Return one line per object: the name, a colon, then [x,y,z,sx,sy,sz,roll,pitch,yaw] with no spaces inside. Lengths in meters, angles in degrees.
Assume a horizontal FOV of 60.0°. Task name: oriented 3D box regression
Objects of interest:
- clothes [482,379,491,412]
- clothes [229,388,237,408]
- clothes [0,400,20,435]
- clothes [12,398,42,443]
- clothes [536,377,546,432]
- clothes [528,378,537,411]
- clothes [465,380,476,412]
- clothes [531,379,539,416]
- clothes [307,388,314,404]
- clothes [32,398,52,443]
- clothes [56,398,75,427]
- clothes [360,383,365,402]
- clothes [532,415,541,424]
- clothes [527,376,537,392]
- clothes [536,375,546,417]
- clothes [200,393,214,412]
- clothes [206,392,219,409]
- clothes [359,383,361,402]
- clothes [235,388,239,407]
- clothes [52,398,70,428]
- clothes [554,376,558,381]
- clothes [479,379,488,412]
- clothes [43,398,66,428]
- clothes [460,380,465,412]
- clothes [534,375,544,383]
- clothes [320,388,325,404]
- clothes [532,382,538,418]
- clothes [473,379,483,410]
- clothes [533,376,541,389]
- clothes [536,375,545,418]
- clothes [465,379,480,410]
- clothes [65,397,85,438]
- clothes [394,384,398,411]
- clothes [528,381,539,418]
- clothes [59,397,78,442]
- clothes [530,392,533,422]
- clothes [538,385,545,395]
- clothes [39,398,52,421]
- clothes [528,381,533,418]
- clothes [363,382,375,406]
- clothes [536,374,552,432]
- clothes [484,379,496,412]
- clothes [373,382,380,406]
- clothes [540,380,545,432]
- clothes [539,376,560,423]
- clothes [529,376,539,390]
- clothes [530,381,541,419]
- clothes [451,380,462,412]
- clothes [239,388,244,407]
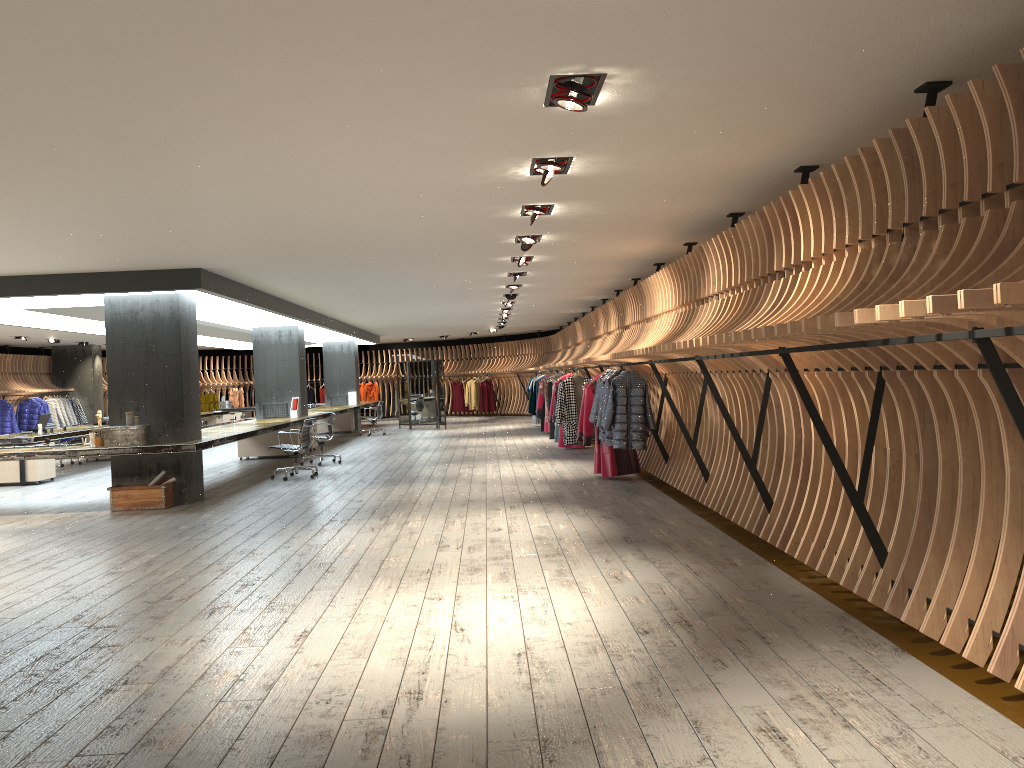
clothes: [-0.795,0.383,29.802,0.444,1.129,0.126,-3,0,-5]
clothes: [-9.684,0.715,30.836,0.447,1.156,0.125,-3,0,33]
clothes: [-12.297,0.998,21.295,0.885,1.239,0.245,-3,0,-5]
clothes: [-12.417,0.996,22.685,0.880,1.260,0.242,-3,0,-5]
clothes: [0.950,0.435,20.291,0.840,1.312,0.321,-3,0,-3]
clothes: [0.857,0.333,23.344,0.913,1.081,0.238,-3,0,-2]
clothes: [-1.454,0.407,30.429,0.444,1.129,0.126,-2,0,-40]
clothes: [0.909,0.342,21.838,0.913,1.081,0.238,-3,0,-2]
clothes: [-7.284,0.821,31.921,0.087,1.353,0.539,-3,0,23]
clothes: [-12.263,0.979,22.831,0.883,1.246,0.249,-3,0,-5]
clothes: [-12.223,0.898,24.010,0.752,1.062,0.128,-3,0,-3]
clothes: [-5.355,0.391,32.104,0.201,0.881,0.839,-3,0,3]
clothes: [0.821,0.515,24.548,0.677,1.434,0.203,-3,0,-17]
clothes: [0.774,0.272,24.100,0.738,0.971,0.167,-3,0,7]
clothes: [0.923,0.316,21.525,0.715,1.088,0.257,-3,0,4]
clothes: [-10.406,0.818,30.200,0.664,1.045,0.168,-3,0,29]
clothes: [-10.279,0.811,30.331,0.664,1.045,0.168,-3,0,29]
clothes: [-5.586,0.402,32.063,0.201,0.881,0.839,-3,0,13]
clothes: [-9.589,0.710,30.905,0.125,1.156,0.447,-2,0,-32]
clothes: [-12.215,0.900,23.748,0.752,1.062,0.128,-3,0,-3]
clothes: [1.008,0.596,17.892,0.277,1.543,0.316,-3,0,-3]
clothes: [-0.913,0.387,29.924,0.444,1.129,0.126,-2,0,-30]
clothes: [-12.208,0.902,23.512,0.752,1.062,0.128,-3,0,-3]
clothes: [-1.713,0.417,30.652,0.127,1.129,0.443,-3,0,-10]
clothes: [0.850,0.320,22.527,0.733,1.106,0.165,-3,0,-2]
clothes: [-6.762,0.804,32.015,0.551,1.338,0.093,-3,0,43]
clothes: [0.868,0.334,23.221,0.913,1.081,0.238,-3,0,-2]
clothes: [-1.068,0.352,30.068,0.151,1.053,0.777,-3,0,39]
clothes: [0.901,0.316,22.719,0.733,1.106,0.165,-3,0,3]
clothes: [0.910,0.313,21.963,0.715,1.088,0.257,-3,0,-6]
clothes: [-1.228,0.357,30.219,0.777,1.053,0.151,-3,0,-1]
clothes: [-12.221,0.948,24.552,0.807,1.187,0.191,-3,0,-1]
clothes: [-4.107,0.463,31.858,0.096,0.988,0.465,-3,0,10]
clothes: [0.864,0.335,23.134,0.913,1.081,0.238,-3,0,3]
clothes: [-12.360,0.970,24.390,0.885,1.239,0.245,-3,0,-5]
clothes: [0.818,0.514,24.684,0.677,1.434,0.204,-3,0,13]
clothes: [0.963,0.332,19.383,0.760,1.020,0.187,-3,0,-1]
clothes: [-12.348,0.983,23.007,0.885,1.239,0.245,-3,0,-5]
clothes: [0.815,0.513,24.825,0.677,1.434,0.203,-3,0,-12]
clothes: [-5.149,0.382,32.041,0.200,0.881,0.839,-3,0,28]
clothes: [0.957,0.437,20.002,0.839,1.312,0.321,-3,0,7]
clothes: [-0.744,0.381,29.725,0.444,1.129,0.126,-2,0,-30]
clothes: [-4.906,0.372,31.997,0.201,0.881,0.839,-2,0,-22]
clothes: [0.921,0.555,21.048,0.539,1.353,0.087,-3,0,3]
clothes: [0.954,0.332,19.161,0.760,1.030,0.179,-3,0,-16]
clothes: [0.819,0.258,23.501,0.734,0.937,0.164,-3,0,2]
clothes: [0.891,0.339,22.194,0.913,1.081,0.238,-3,0,3]
clothes: [-1.899,0.424,30.816,0.444,1.129,0.126,-3,0,-5]
clothes: [-9.451,0.703,30.993,0.125,1.156,0.447,-2,0,-37]
